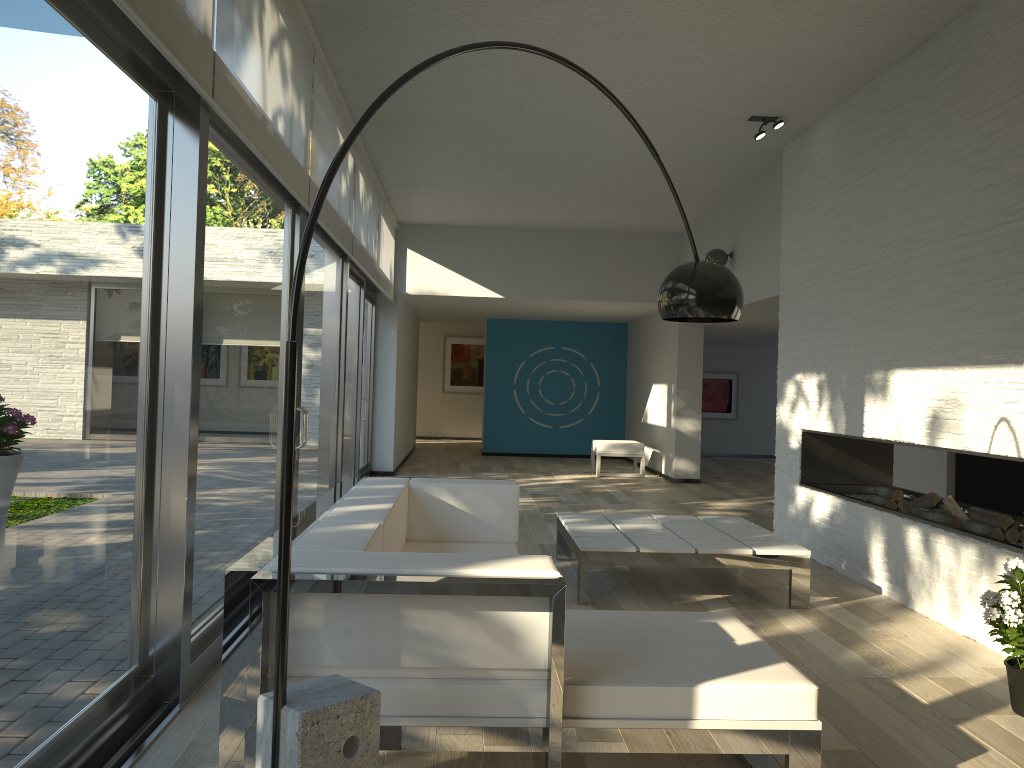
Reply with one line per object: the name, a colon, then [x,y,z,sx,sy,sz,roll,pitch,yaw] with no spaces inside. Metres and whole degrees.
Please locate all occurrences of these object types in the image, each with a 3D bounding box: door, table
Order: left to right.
door: [-0.450,0.111,6.826,19.439,2.374,22.945,2,0,-3]
table: [0.933,1.015,5.253,1.220,0.305,1.220,2,0,-3]
door: [4.601,0.306,8.305,0.920,1.948,0.108,2,-1,-3]

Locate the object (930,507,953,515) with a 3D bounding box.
object: [2.459,0.757,5.107,0.076,0.076,0.236,2,0,-4]

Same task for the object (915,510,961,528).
object: [2.358,0.754,4.923,0.075,0.074,0.245,2,0,-24]

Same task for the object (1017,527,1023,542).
object: [2.566,0.759,4.552,0.082,0.073,0.237,2,0,-4]

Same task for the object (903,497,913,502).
object: [2.510,0.760,5.658,0.082,0.073,0.237,2,0,-4]

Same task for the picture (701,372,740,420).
picture: [3.483,0.203,15.463,0.958,0.828,0.017,2,-1,-3]

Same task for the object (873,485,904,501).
object: [2.399,0.692,5.653,0.082,0.073,0.237,2,0,-4]

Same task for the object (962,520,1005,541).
object: [2.414,0.754,4.547,0.075,0.074,0.245,2,0,-4]

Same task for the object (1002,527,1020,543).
object: [2.487,0.757,4.538,0.076,0.076,0.236,2,0,-4]

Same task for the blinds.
blinds: [-1.125,-1.453,4.964,0.056,0.984,11.528,2,0,-3]

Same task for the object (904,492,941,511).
object: [2.417,0.708,5.219,0.093,0.170,0.271,2,0,-4]

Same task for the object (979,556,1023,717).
object: [1.925,0.915,3.216,0.405,0.571,0.430,2,-1,19]

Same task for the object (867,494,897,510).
object: [2.358,0.755,5.653,0.075,0.074,0.245,2,0,-4]

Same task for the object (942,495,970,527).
object: [2.482,0.711,4.941,0.064,0.165,0.225,2,0,-4]

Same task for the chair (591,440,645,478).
chair: [1.383,0.975,11.645,0.611,0.442,0.610,2,0,-3]

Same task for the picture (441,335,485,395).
picture: [-0.724,-0.375,18.018,1.378,1.191,0.017,2,-1,-3]

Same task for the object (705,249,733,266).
object: [2.058,-1.228,8.722,0.315,0.203,0.201,2,0,-3]

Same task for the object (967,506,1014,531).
object: [2.451,0.689,4.552,0.093,0.088,0.260,2,0,-4]

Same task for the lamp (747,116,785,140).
lamp: [1.776,-1.783,6.188,0.234,0.153,0.135,2,-1,-3]

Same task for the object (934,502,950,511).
object: [2.500,0.717,5.144,0.064,0.060,0.229,2,0,-2]

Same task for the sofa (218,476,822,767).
sofa: [-0.019,0.811,3.387,1.545,0.654,2.404,2,0,-3]

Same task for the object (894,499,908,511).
object: [2.431,0.757,5.643,0.076,0.076,0.236,2,0,-4]

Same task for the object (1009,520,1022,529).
object: [2.529,0.716,4.575,0.064,0.060,0.229,2,0,-2]

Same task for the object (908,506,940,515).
object: [2.385,0.755,5.116,0.075,0.074,0.245,2,0,-4]

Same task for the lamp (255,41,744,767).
lamp: [0.151,0.121,2.411,0.282,2.024,1.753,1,-1,40]

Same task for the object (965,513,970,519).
object: [2.537,0.759,5.121,0.082,0.073,0.237,2,0,-4]
